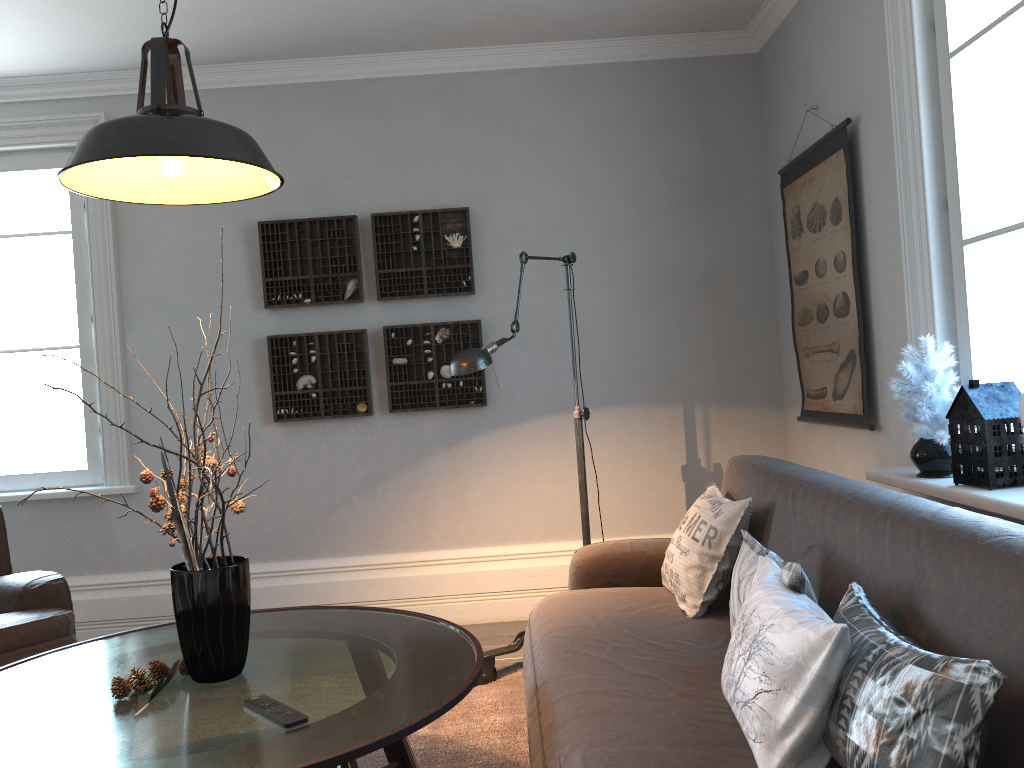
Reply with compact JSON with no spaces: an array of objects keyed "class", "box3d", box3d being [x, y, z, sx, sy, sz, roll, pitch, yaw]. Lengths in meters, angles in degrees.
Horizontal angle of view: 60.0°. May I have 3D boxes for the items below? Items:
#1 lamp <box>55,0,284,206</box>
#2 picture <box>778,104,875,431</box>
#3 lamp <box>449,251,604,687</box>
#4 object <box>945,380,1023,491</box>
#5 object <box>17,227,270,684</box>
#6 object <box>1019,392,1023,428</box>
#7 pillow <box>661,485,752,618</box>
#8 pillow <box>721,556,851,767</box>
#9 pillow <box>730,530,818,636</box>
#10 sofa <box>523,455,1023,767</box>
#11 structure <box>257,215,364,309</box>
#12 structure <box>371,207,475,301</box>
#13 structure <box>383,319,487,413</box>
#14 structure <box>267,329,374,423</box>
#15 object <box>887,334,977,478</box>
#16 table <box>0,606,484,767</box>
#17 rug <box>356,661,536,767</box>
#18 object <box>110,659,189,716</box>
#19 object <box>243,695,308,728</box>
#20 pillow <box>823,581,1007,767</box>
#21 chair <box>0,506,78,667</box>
[{"class":"lamp","box3d":[-0.836,-1.012,2.104,0.504,1.076,0.504,-4,0,-43]},{"class":"picture","box3d":[1.258,-0.486,3.600,0.057,1.313,0.793,-4,0,-1]},{"class":"lamp","box3d":[0.506,0.284,3.599,0.797,1.644,1.864,-4,0,37]},{"class":"object","box3d":[1.267,0.128,2.345,0.155,0.284,0.155,-4,0,-11]},{"class":"object","box3d":[-0.817,0.170,1.996,0.525,1.066,0.853,-4,0,-30]},{"class":"object","box3d":[1.188,0.071,1.922,0.128,0.410,0.239,-4,0,-4]},{"class":"pillow","box3d":[0.604,0.511,2.775,0.240,0.368,0.519,-4,0,-1]},{"class":"pillow","box3d":[0.502,0.523,1.675,0.188,0.309,0.471,-4,0,0]},{"class":"pillow","box3d":[0.574,0.527,1.968,0.159,0.348,0.472,-4,0,-3]},{"class":"sofa","box3d":[0.516,0.687,2.106,0.968,0.824,2.165,-4,0,-1]},{"class":"structure","box3d":[-0.958,-0.581,4.246,0.468,0.416,0.099,-4,0,-1]},{"class":"structure","box3d":[-0.423,-0.620,4.229,0.468,0.416,0.105,-4,0,-1]},{"class":"structure","box3d":[-0.366,-0.086,4.235,0.468,0.416,0.086,-4,0,-1]},{"class":"structure","box3d":[-0.913,-0.040,4.229,0.468,0.416,0.086,-4,0,-1]},{"class":"object","box3d":[1.251,0.058,2.617,0.247,0.424,0.263,-4,0,35]},{"class":"table","box3d":[-0.699,0.945,2.098,1.300,0.503,1.300,-4,0,-8]},{"class":"rug","box3d":[-0.649,1.136,2.068,2.400,0.090,2.818,-4,0,0]},{"class":"object","box3d":[-0.809,0.676,2.083,0.153,0.067,0.404,-4,0,17]},{"class":"object","box3d":[-0.491,0.676,1.836,0.051,0.011,0.207,-4,0,-41]},{"class":"pillow","box3d":[0.616,0.528,1.475,0.183,0.288,0.542,-4,0,1]},{"class":"chair","box3d":[-2.082,0.882,3.131,0.970,0.795,0.807,-4,0,40]}]
